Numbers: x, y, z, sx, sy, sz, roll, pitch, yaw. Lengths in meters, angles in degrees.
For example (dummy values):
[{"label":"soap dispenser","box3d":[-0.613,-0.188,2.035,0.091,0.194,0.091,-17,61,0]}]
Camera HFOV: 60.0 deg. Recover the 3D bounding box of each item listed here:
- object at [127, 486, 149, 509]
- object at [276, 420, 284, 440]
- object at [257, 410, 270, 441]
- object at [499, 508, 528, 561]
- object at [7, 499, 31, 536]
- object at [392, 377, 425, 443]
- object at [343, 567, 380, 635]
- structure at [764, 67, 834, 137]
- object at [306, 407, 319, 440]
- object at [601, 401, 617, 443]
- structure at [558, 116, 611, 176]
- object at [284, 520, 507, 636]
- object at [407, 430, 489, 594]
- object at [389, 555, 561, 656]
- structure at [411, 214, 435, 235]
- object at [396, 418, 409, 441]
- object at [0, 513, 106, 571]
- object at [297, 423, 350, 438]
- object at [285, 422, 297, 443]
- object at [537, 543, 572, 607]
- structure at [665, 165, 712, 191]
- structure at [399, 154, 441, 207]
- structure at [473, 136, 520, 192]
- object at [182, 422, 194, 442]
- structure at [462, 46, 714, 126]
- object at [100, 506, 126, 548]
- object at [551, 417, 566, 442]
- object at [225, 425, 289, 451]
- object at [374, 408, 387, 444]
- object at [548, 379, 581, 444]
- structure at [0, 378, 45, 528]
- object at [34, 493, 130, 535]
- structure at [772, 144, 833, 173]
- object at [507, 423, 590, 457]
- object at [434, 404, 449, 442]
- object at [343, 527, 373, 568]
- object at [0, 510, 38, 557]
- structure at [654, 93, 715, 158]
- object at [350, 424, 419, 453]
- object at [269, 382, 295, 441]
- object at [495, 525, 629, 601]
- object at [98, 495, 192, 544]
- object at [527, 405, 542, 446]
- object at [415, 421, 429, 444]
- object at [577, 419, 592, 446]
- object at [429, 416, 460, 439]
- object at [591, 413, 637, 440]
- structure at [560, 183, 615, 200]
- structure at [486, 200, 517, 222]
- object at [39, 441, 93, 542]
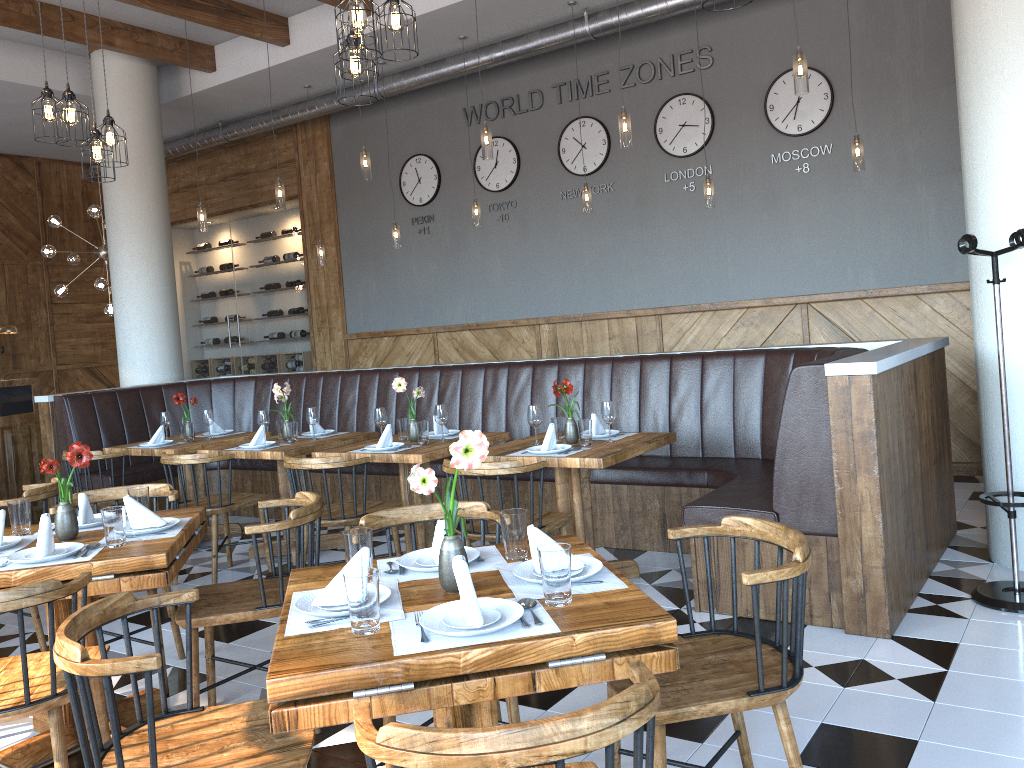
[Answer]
[{"label":"object","box3d":[-1.468,0.475,3.494,0.080,0.132,0.080,-3,2,39]},{"label":"object","box3d":[-1.579,0.314,6.098,0.080,0.132,0.080,-3,2,34]},{"label":"object","box3d":[-1.685,0.286,6.022,0.081,0.215,0.081,-4,2,26]},{"label":"object","box3d":[0.008,0.422,2.483,0.080,0.132,0.080,-5,2,-1]},{"label":"object","box3d":[-1.888,0.514,3.402,0.080,0.132,0.080,-3,2,39]},{"label":"object","box3d":[-0.619,0.151,5.361,0.146,0.400,0.207,-3,2,37]},{"label":"object","box3d":[-0.329,0.483,1.964,0.080,0.132,0.080,-4,2,9]},{"label":"structure","box3d":[2.362,-2.327,7.307,0.560,0.560,0.046,-3,2,34]},{"label":"object","box3d":[-1.327,0.265,5.910,0.081,0.215,0.081,-5,2,-25]},{"label":"object","box3d":[0.509,0.200,4.653,0.081,0.215,0.081,-4,2,3]},{"label":"structure","box3d":[0.685,-2.267,8.454,0.560,0.560,0.046,-3,2,34]},{"label":"object","box3d":[-0.285,0.454,2.311,0.578,0.137,0.582,-5,4,-11]},{"label":"object","box3d":[-0.144,0.319,2.196,0.207,0.400,0.146,-6,2,-36]},{"label":"object","box3d":[-0.099,0.462,1.963,0.352,0.137,0.272,-5,3,-10]},{"label":"structure","box3d":[-0.963,-1.724,9.634,0.305,0.197,0.021,-3,2,34]},{"label":"object","box3d":[-0.672,0.282,5.477,0.080,0.132,0.080,-3,2,34]},{"label":"object","box3d":[-1.575,0.514,2.977,0.352,0.137,0.272,-5,3,-10]},{"label":"object","box3d":[-1.356,0.288,6.183,0.351,0.137,0.272,-2,4,34]},{"label":"object","box3d":[-1.456,0.320,5.862,0.080,0.132,0.080,-4,2,19]},{"label":"object","box3d":[0.103,0.443,2.053,0.080,0.132,0.080,-4,2,9]},{"label":"structure","box3d":[1.575,-1.814,7.898,0.442,0.199,0.021,-2,2,34]},{"label":"structure","box3d":[-0.999,-2.208,9.607,0.560,0.560,0.046,-3,2,34]},{"label":"structure","box3d":[-0.157,-2.237,9.031,0.560,0.560,0.046,-3,2,34]},{"label":"object","box3d":[-2.366,0.352,6.484,0.080,0.132,0.080,-4,2,19]},{"label":"structure","box3d":[0.621,-2.812,8.464,2.725,0.199,0.033,-2,3,34]},{"label":"object","box3d":[-1.374,0.495,3.063,0.080,0.132,0.080,-6,3,-41]},{"label":"object","box3d":[0.258,0.249,4.841,0.080,0.132,0.080,-3,2,34]},{"label":"object","box3d":[-1.658,0.340,5.755,0.351,0.137,0.272,-2,4,34]},{"label":"object","box3d":[-0.800,0.255,5.417,0.081,0.215,0.081,-5,2,-2]},{"label":"object","box3d":[0.279,0.145,4.691,0.156,0.355,0.171,-3,2,37]},{"label":"structure","box3d":[-4.517,0.618,7.818,1.044,1.299,0.647,-3,2,34]},{"label":"object","box3d":[-1.680,0.489,3.499,0.352,0.137,0.272,-5,3,-10]},{"label":"structure","box3d":[2.404,-1.843,7.331,0.498,0.199,0.021,-2,2,34]},{"label":"object","box3d":[0.181,0.275,4.496,0.351,0.137,0.272,-2,4,34]},{"label":"object","box3d":[-0.420,0.233,5.289,0.081,0.215,0.081,-5,2,-2]},{"label":"object","box3d":[-0.412,0.462,2.391,0.080,0.132,0.080,-5,2,-1]},{"label":"object","box3d":[-1.890,0.526,3.185,0.272,0.137,0.352,-5,3,-10]},{"label":"structure","box3d":[1.527,-2.297,7.878,0.560,0.560,0.046,-3,2,34]},{"label":"object","box3d":[-0.745,0.308,5.130,0.351,0.137,0.272,-2,4,34]},{"label":"object","box3d":[-1.539,0.186,5.958,0.206,0.400,0.146,-3,2,42]},{"label":"object","box3d":[0.111,0.425,2.277,0.272,0.137,0.352,-5,3,-10]},{"label":"object","box3d":[-1.365,0.477,3.292,0.272,0.137,0.352,-5,3,-10]},{"label":"object","box3d":[0.126,0.222,4.783,0.081,0.215,0.081,-3,2,43]},{"label":"object","box3d":[-0.527,0.287,5.226,0.080,0.132,0.080,-3,2,39]},{"label":"object","box3d":[0.381,0.255,4.605,0.080,0.132,0.080,-4,2,19]},{"label":"object","box3d":[-0.443,0.256,5.558,0.351,0.137,0.272,-2,4,34]},{"label":"object","box3d":[0.483,0.223,4.925,0.351,0.137,0.272,-2,4,34]},{"label":"structure","box3d":[0.720,-1.843,8.478,0.582,0.079,0.021,-2,3,34]},{"label":"structure","box3d":[-0.101,-1.754,9.045,0.368,0.199,0.021,-2,2,34]},{"label":"object","box3d":[-1.600,0.391,3.227,0.171,0.355,0.156,-5,2,0]}]
